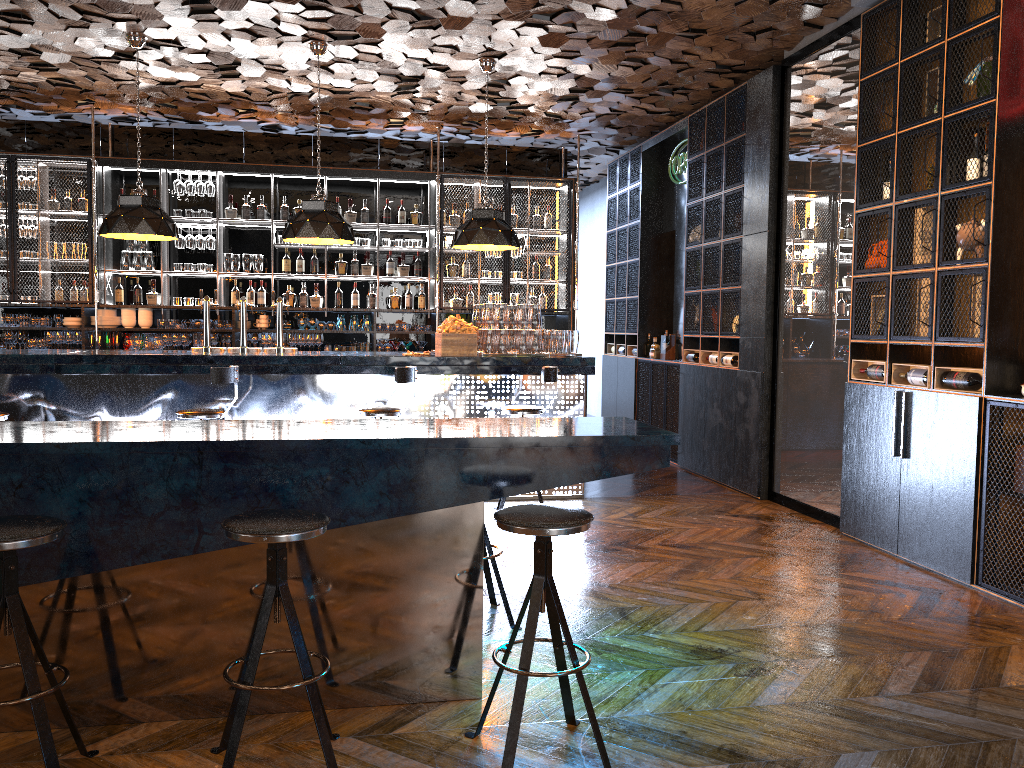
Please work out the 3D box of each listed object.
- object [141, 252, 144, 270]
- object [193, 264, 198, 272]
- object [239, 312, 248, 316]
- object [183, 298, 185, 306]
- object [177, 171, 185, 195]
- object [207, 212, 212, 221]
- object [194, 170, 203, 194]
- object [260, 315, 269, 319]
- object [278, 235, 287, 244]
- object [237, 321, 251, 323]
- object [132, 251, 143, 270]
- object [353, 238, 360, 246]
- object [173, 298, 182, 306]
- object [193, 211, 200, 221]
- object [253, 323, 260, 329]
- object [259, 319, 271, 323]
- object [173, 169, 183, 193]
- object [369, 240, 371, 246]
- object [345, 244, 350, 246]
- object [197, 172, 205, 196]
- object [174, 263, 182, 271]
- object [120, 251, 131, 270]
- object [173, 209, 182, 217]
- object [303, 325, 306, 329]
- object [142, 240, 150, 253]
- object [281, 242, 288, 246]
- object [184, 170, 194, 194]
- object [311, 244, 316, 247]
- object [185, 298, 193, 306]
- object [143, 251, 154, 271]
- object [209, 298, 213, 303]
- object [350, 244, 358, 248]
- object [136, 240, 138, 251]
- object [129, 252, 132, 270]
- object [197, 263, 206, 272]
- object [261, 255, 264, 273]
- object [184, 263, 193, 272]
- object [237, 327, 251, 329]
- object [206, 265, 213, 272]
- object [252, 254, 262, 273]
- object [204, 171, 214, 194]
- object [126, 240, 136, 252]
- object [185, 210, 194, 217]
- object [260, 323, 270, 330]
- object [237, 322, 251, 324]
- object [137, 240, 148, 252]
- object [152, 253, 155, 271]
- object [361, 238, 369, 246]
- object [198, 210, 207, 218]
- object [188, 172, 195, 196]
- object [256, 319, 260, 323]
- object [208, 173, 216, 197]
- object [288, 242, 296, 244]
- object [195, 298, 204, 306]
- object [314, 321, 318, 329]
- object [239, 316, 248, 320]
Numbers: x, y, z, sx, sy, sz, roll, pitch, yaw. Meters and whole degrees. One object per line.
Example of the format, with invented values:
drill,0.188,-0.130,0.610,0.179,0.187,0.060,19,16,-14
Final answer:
object,-4.010,-1.311,9.531,0.105,0.209,0.105,3,4,34
object,-3.417,-1.251,9.625,0.089,0.092,0.089,2,4,20
object,-2.899,-0.741,9.557,0.094,0.069,0.106,0,4,-5
object,-3.532,-0.888,9.663,0.089,0.092,0.089,-2,5,-39
object,-3.564,-2.157,9.536,0.092,0.244,0.092,4,5,39
object,-3.305,-1.821,9.647,0.089,0.092,0.089,-3,5,-43
object,-3.326,-2.147,9.416,0.092,0.244,0.092,4,5,39
object,-2.680,-0.712,9.582,0.094,0.068,0.106,0,4,-11
object,-2.498,-1.567,9.648,0.089,0.092,0.089,2,4,14
object,-2.893,-0.665,9.565,0.149,0.026,0.148,0,4,-5
object,-3.981,-1.303,9.426,0.105,0.209,0.105,3,4,34
object,-1.718,-1.567,9.793,0.089,0.092,0.089,4,5,42
object,-3.575,-0.877,9.481,0.089,0.092,0.089,-2,5,-39
object,-3.425,-1.820,9.612,0.089,0.092,0.089,1,4,-1
object,-2.751,-0.629,9.676,0.094,0.067,0.106,4,5,41
object,-2.680,-0.669,9.596,0.094,0.069,0.106,3,4,30
object,-3.531,-2.147,9.375,0.092,0.244,0.092,4,5,39
object,-1.631,-1.578,9.987,0.089,0.092,0.089,-2,5,-37
object,-1.826,-1.568,9.796,0.089,0.092,0.089,4,5,42
object,-3.359,-2.158,9.577,0.092,0.244,0.092,4,5,39
object,-3.585,-1.246,9.522,0.089,0.092,0.089,-2,4,-33
object,-4.098,-1.303,9.402,0.105,0.209,0.105,3,4,34
object,-3.573,-1.813,9.481,0.089,0.092,0.089,-3,5,-43
object,-2.308,-0.657,9.749,0.100,0.125,0.100,3,5,36
object,-3.948,-1.518,9.519,0.105,0.209,0.105,3,4,34
object,-2.507,-1.577,9.813,0.089,0.092,0.089,-2,5,-39
object,-3.423,-2.147,9.396,0.092,0.244,0.092,4,5,39
object,-2.196,-1.576,9.853,0.089,0.092,0.089,-1,4,-22
object,-3.455,-0.876,9.492,0.089,0.092,0.089,4,5,42
object,-3.866,-1.303,9.436,0.105,0.209,0.105,3,4,34
object,-3.272,-0.878,9.564,0.089,0.092,0.089,1,4,-1
object,-1.767,-1.576,9.929,0.089,0.092,0.089,0,4,-12
object,-4.066,-1.519,9.508,0.105,0.209,0.105,3,4,34
object,-4.131,-1.311,9.515,0.105,0.209,0.105,3,4,34
object,-3.312,-1.240,9.470,0.089,0.092,0.089,-1,4,-27
object,-2.772,-1.308,9.726,0.105,0.209,0.105,3,4,34
object,-3.464,-1.244,9.501,0.089,0.092,0.089,-2,4,-33
object,-2.893,-0.600,9.570,0.149,0.022,0.149,-3,5,-42
object,-3.301,-1.252,9.655,0.089,0.092,0.089,-1,4,-27
object,-2.763,-1.301,9.618,0.105,0.209,0.105,3,4,34
object,-3.225,-2.147,9.436,0.092,0.244,0.092,4,5,39
object,-4.039,-1.512,9.399,0.105,0.209,0.105,3,4,34
object,-3.450,-1.812,9.482,0.089,0.092,0.089,-3,5,-43
object,-2.677,-0.623,9.596,0.106,0.067,0.094,-1,4,-23
object,-2.892,-0.654,9.566,0.149,0.025,0.149,4,5,41
object,-3.926,-1.512,9.431,0.105,0.209,0.105,3,4,34
object,-3.901,-1.310,9.543,0.105,0.209,0.105,3,4,34
object,-1.628,-1.569,9.845,0.089,0.092,0.089,3,4,33
object,-3.299,-1.809,9.461,0.089,0.092,0.089,-3,5,-43
object,-3.456,-2.158,9.558,0.092,0.244,0.092,4,5,39
object,-2.743,-0.674,9.672,0.094,0.069,0.105,-2,4,-34
object,-3.257,-2.158,9.597,0.092,0.244,0.092,4,5,39
object,-2.398,-1.566,9.662,0.089,0.092,0.089,-2,5,-39
object,-3.388,-0.882,9.605,0.089,0.092,0.089,1,4,-1
object,-2.223,-0.665,9.886,0.108,0.126,0.108,-2,5,-40
object,-2.889,-0.697,9.563,0.107,0.070,0.094,2,4,19
